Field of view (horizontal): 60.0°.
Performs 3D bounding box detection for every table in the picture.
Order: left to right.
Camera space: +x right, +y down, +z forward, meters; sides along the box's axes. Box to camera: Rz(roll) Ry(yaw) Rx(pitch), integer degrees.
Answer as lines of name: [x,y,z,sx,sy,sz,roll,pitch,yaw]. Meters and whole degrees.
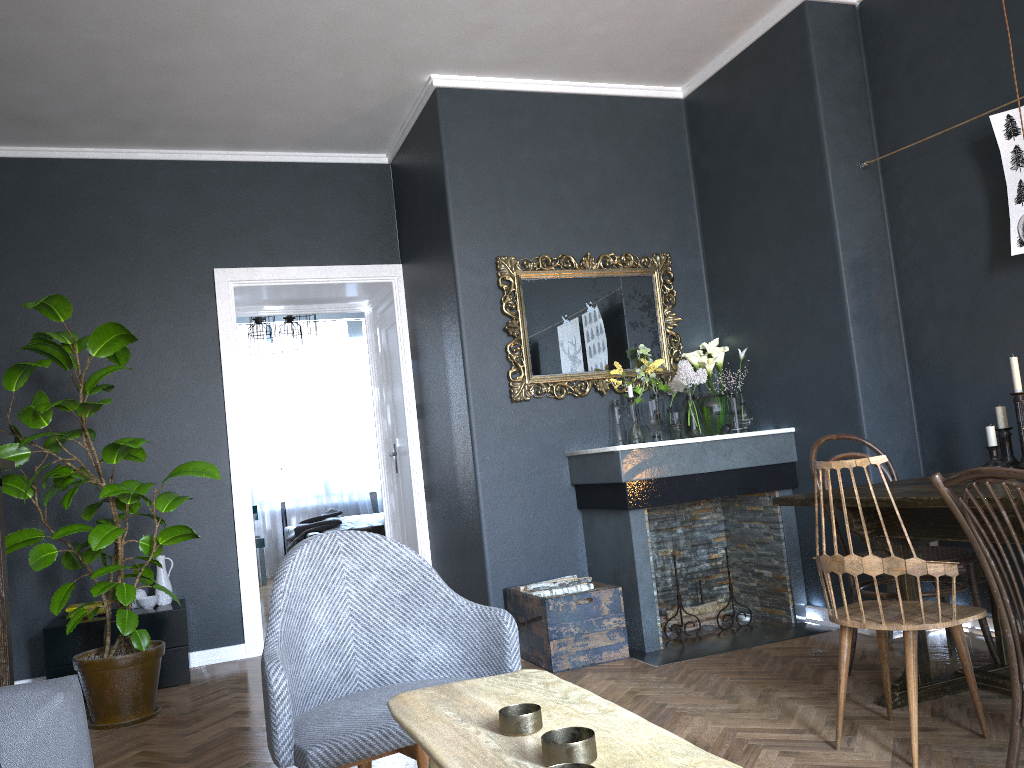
table: [0.068,0.778,1.276,0.339,0.549,0.789,-4,-5,-20]
table: [1.816,0.928,3.707,0.364,0.317,0.370,-4,-5,-20]
table: [1.747,0.622,2.537,1.125,0.726,1.607,-4,-5,-20]

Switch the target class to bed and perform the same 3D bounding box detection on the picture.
bed: [-0.936,1.218,8.315,2.374,1.160,2.269,-4,-5,-20]

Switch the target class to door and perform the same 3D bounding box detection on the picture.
door: [-0.706,0.468,6.055,0.162,2.184,0.858,-5,-5,-20]

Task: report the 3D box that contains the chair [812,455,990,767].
chair: [1.134,0.637,2.650,0.383,0.855,0.456,-3,-5,-35]

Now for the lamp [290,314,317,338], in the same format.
lamp: [-1.835,-0.793,7.708,0.210,0.768,0.210,-6,-4,-7]

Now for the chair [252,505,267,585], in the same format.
chair: [-2.789,1.675,9.155,0.435,0.797,0.593,-4,-5,-20]

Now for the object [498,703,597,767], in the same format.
object: [0.057,0.477,1.162,0.103,0.033,0.369,-5,-5,-10]

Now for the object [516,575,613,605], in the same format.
object: [0.246,1.063,4.257,0.369,0.246,0.534,-4,-5,-20]

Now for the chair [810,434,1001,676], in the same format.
chair: [1.453,0.627,3.331,0.437,0.919,0.550,-5,-5,-18]

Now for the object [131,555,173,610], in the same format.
object: [-1.961,1.059,4.728,0.228,0.267,0.229,-7,-5,13]

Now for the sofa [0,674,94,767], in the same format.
sofa: [-0.905,0.704,0.709,0.969,0.797,2.344,-4,-5,-21]

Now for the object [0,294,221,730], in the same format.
object: [-1.932,0.566,3.987,1.118,1.896,0.765,-4,-5,-26]

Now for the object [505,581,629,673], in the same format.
object: [0.250,1.139,4.249,0.383,0.325,0.553,-4,-5,-20]

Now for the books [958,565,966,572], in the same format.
books: [1.796,0.767,3.735,0.219,0.013,0.272,-9,-6,26]

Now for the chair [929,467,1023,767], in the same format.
chair: [1.305,0.574,2.019,0.466,0.819,0.363,-4,-5,-21]

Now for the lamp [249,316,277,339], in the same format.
lamp: [-2.233,-0.769,7.872,0.210,0.713,0.210,-6,-4,-7]

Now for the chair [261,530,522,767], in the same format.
chair: [-0.314,0.763,2.137,0.645,0.810,0.495,-2,-6,-42]

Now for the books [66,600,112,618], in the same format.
books: [-2.205,1.178,4.626,0.214,0.066,0.162,-4,-6,-25]

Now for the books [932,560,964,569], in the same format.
books: [1.776,0.750,3.732,0.207,0.024,0.262,-8,-6,23]

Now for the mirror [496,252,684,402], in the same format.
mirror: [0.447,-0.324,4.796,1.056,0.783,0.067,-4,-5,-20]

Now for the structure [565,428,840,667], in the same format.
structure: [0.928,0.765,4.451,1.065,0.980,0.835,-4,-5,-20]

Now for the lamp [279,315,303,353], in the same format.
lamp: [-2.172,-0.684,8.631,0.210,0.746,0.210,-6,-4,-7]

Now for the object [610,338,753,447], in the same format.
object: [0.898,0.021,4.697,0.727,0.546,0.475,-5,-5,-17]

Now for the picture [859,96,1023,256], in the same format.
picture: [2.426,-0.931,2.042,0.058,0.770,4.464,-5,-5,-20]

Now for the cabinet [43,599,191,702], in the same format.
cabinet: [-2.037,1.390,4.628,0.650,0.390,0.457,-4,-5,-20]

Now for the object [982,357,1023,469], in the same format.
object: [1.839,0.098,3.214,0.223,0.419,0.369,-5,-5,-19]

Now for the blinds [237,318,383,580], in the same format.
blinds: [-2.514,0.697,9.807,3.991,2.785,0.313,-4,-5,-20]

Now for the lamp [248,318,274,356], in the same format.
lamp: [-2.355,-0.672,8.233,0.210,0.803,0.210,-6,-4,-7]

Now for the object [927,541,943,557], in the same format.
object: [1.772,0.650,3.730,0.074,0.173,0.074,-8,-5,25]

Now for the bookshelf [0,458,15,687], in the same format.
bookshelf: [-1.870,0.796,2.629,0.450,1.170,1.922,-5,-5,-20]

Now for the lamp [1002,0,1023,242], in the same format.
lamp: [0.937,-1.149,2.644,1.591,1.572,0.583,-7,-4,11]
